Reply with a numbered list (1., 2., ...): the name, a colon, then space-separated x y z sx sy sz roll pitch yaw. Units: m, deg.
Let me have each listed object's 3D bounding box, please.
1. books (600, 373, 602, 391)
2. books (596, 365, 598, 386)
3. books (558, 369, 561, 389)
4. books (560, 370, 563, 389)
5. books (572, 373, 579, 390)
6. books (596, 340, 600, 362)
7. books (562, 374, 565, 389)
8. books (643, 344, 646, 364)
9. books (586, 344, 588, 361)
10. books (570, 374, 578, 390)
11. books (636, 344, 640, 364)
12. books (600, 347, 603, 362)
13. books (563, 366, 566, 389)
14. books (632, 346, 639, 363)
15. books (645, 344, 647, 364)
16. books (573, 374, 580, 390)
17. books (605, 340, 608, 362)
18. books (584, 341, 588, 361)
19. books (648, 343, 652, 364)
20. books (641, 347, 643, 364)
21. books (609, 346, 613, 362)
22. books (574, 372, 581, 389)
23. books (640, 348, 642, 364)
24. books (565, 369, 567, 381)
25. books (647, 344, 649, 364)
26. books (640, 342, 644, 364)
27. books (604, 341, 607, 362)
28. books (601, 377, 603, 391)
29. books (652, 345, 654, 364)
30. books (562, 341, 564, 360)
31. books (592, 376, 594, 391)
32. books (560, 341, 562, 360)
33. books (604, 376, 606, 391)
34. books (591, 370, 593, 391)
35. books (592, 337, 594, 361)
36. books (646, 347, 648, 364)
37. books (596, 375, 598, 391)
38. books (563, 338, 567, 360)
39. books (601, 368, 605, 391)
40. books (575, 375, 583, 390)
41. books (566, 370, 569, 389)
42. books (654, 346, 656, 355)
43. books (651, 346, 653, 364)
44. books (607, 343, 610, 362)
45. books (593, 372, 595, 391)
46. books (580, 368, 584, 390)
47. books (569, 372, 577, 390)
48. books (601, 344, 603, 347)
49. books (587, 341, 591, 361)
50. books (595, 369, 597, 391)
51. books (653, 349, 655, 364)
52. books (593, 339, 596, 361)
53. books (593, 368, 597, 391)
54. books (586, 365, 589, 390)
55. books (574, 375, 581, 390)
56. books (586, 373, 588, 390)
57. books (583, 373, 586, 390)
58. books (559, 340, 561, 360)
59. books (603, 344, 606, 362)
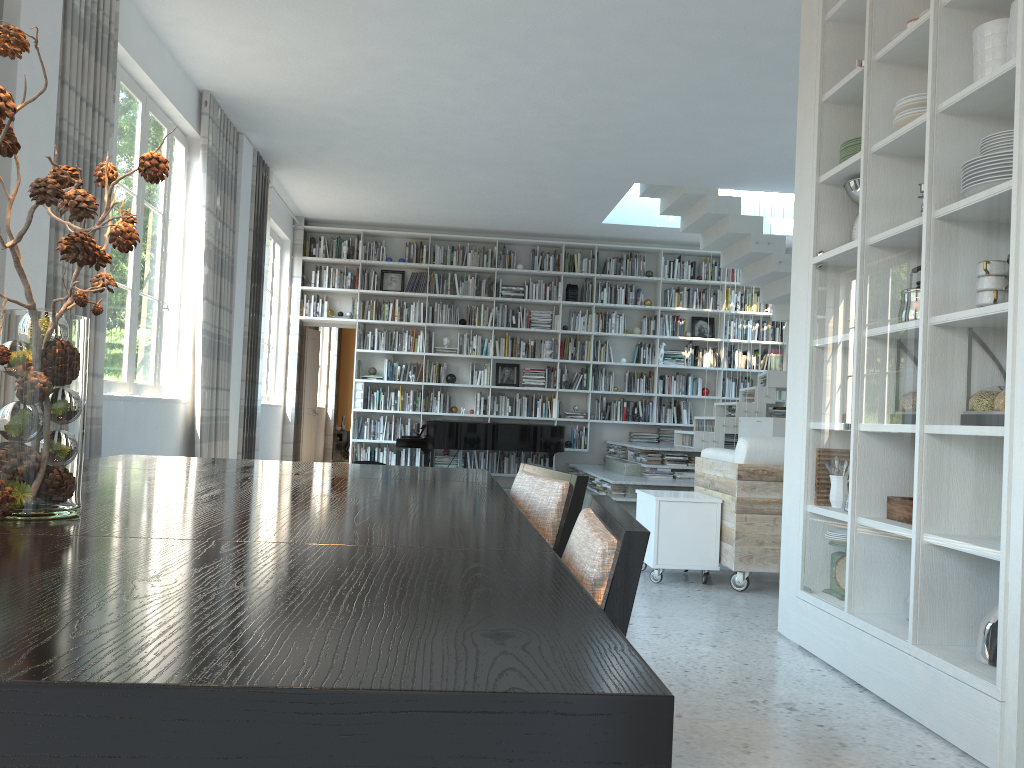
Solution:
1. books: 1.116 -0.017 11.321 0.011 0.226 0.188 3 -2 -4
2. books: 1.082 -0.076 11.352 0.007 0.342 0.149 3 -2 -4
3. books: 0.591 -0.061 11.307 0.024 0.263 0.154 3 -2 -4
4. books: 0.617 -0.054 11.305 0.028 0.253 0.142 3 -2 -4
5. books: 0.799 -0.029 11.323 0.095 0.226 0.144 3 -2 -4
6. books: 1.094 -0.413 11.321 0.013 0.279 0.191 3 -2 -4
7. books: 0.645 -0.023 11.287 0.027 0.192 0.182 3 -2 -4
8. books: 1.685 -0.375 11.386 0.018 0.263 0.165 3 -2 -4
9. books: 0.951 -0.403 11.347 0.019 0.247 0.149 3 -2 -4
10. books: 0.784 -0.023 11.301 0.089 0.210 0.176 3 -2 -4
11. books: 1.619 -0.379 11.385 0.021 0.264 0.174 3 -2 -4
12. books: 1.134 -0.367 11.321 0.017 0.192 0.191 3 -2 -4
13. books: 0.667 -0.079 11.305 0.013 0.306 0.141 3 -2 -4
14. books: 1.580 -0.368 11.389 0.056 0.241 0.153 3 -2 -4
15. books: 1.701 -0.373 11.388 0.015 0.259 0.152 3 -2 -4
16. books: 0.810 -0.022 11.319 0.090 0.212 0.143 3 -2 -4
17. books: 1.206 -0.411 11.355 0.013 0.287 0.159 3 -2 -4
18. books: 0.934 -0.413 11.331 0.032 0.266 0.143 3 -2 -4
19. books: 1.757 -0.378 11.379 0.012 0.273 0.184 3 -2 -4
20. books: 1.649 -0.355 11.381 0.013 0.219 0.187 3 -2 -4
21. books: 1.258 -0.369 11.339 0.051 0.210 0.176 3 -2 -4
22. books: 0.826 -0.036 11.318 0.094 0.238 0.149 3 -2 -4
23. books: 1.639 -0.351 11.380 0.006 0.209 0.188 3 -2 -4
24. books: 0.677 -0.058 11.315 0.012 0.266 0.157 3 -2 -4
25. books: 1.733 -0.378 11.399 0.032 0.274 0.154 3 -2 -4
26. books: 1.662 -0.392 11.398 0.013 0.295 0.154 3 -2 -4
27. books: 1.191 -0.403 11.348 0.006 0.270 0.178 3 -2 -4
28. books: 1.139 0.004 11.330 0.013 0.186 0.184 3 -2 -4
29. books: 1.794 -0.365 11.385 0.011 0.252 0.169 3 -2 -4
30. books: 0.636 -0.418 11.330 0.013 0.247 0.176 3 -2 -4
31. books: 1.021 -0.002 11.335 0.015 0.188 0.168 3 -2 -4
32. books: 0.622 -0.417 11.317 0.014 0.244 0.145 3 -2 -4
33. books: 1.171 -0.002 11.348 0.013 0.203 0.167 3 -2 -4
34. books: 1.011 -0.042 11.325 0.010 0.266 0.158 3 -2 -4
35. books: 1.018 -0.436 11.327 0.006 0.318 0.164 3 -2 -4
36. books: 1.714 -0.355 11.381 0.012 0.224 0.178 3 -2 -4
37. books: 1.070 -0.008 11.340 0.013 0.204 0.154 3 -2 -4
38. books: 0.669 -0.440 11.306 0.035 0.293 0.145 3 -2 -4
39. books: 1.155 -0.051 11.331 0.014 0.297 0.175 3 -2 -4
40. books: 0.842 -0.016 11.318 0.091 0.205 0.169 3 -2 -4
41. books: 0.700 -0.048 11.317 0.035 0.248 0.141 3 -2 -4
42. books: 1.826 -0.360 11.394 0.010 0.245 0.158 3 -2 -4
43. books: 1.780 -0.361 11.402 0.013 0.244 0.158 3 -2 -4
44. books: 1.227 -0.393 11.364 0.007 0.254 0.161 3 -2 -4
45. books: 1.034 -0.027 11.346 0.011 0.239 0.136 3 -2 -4
46. books: 0.895 -0.057 11.327 0.013 0.285 0.138 3 -2 -4
47. books: 0.768 -0.033 11.295 0.095 0.228 0.190 3 -2 -4
48. books: 1.146 -0.391 11.349 0.008 0.242 0.169 3 -2 -4
49. books: 0.971 -0.412 11.347 0.033 0.268 0.142 3 -2 -4
50. books: 1.063 -0.047 11.333 0.006 0.281 0.155 3 -2 -4
51. books: 1.808 -0.343 11.402 0.023 0.212 0.164 3 -2 -4
52. books: 1.048 -0.419 11.333 0.035 0.287 0.191 3 -2 -4
53. books: 1.051 -0.054 11.333 0.018 0.295 0.177 3 -2 -4
54. books: 0.960 -0.074 11.321 0.014 0.325 0.183 3 -2 -4
55. books: 0.829 -0.022 11.328 0.090 0.215 0.139 3 -2 -4
56. books: 0.940 -0.026 11.321 0.021 0.226 0.148 3 -2 -4
57. books: 0.916 -0.025 11.308 0.029 0.223 0.171 3 -2 -4
58. books: 0.605 -0.424 11.317 0.015 0.255 0.150 3 -2 -4
59. books: 1.178 -0.389 11.356 0.017 0.243 0.132 3 -2 -4
